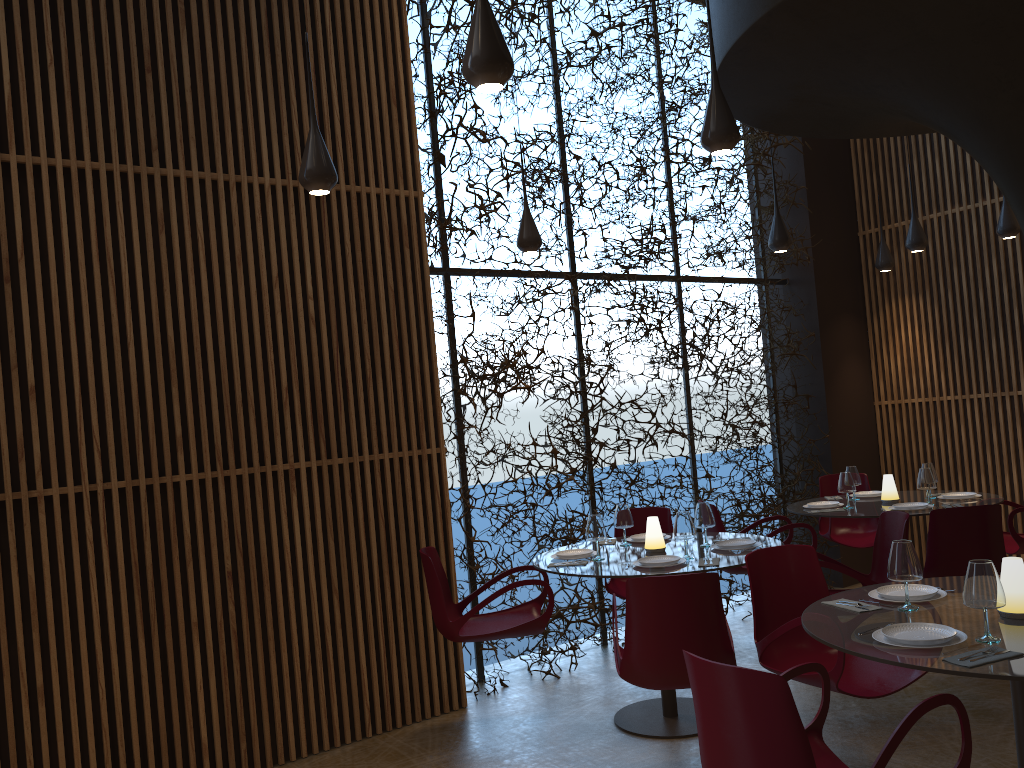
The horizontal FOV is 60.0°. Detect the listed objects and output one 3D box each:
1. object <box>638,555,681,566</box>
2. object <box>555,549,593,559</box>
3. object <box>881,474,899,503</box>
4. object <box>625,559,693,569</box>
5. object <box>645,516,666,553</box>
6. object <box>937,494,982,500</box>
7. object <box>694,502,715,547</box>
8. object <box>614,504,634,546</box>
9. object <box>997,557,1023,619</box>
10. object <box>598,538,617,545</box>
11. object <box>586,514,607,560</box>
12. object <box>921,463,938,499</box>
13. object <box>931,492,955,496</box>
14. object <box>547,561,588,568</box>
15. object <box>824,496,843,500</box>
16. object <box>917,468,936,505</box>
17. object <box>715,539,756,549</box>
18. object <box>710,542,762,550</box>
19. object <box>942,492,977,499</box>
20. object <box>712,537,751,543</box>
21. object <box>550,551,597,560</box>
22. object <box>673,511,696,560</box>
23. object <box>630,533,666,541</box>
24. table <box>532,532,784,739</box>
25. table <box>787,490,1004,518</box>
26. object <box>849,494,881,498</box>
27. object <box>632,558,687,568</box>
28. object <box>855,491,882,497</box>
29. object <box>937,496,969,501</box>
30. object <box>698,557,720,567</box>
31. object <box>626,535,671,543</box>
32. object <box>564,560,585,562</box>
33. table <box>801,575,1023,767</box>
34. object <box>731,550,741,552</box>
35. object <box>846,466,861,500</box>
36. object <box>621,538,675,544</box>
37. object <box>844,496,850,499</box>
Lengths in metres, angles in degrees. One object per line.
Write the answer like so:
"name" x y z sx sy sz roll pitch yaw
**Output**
"object" 0.911 1.095 5.480 0.263 0.029 0.263 -6 -2 15
"object" 0.427 1.162 6.054 0.263 0.029 0.263 -6 -3 25
"object" 3.172 0.878 7.456 0.144 0.232 0.142 -6 -1 29
"object" 0.907 1.107 5.481 0.411 0.012 0.204 -5 -2 10
"object" 0.961 1.015 5.995 0.142 0.232 0.144 -5 -1 19
"object" 3.692 0.933 7.318 0.332 0.014 0.331 -6 -3 28
"object" 1.311 0.954 6.030 0.142 0.295 0.142 -5 -1 4
"object" 0.805 1.014 6.385 0.142 0.295 0.142 -5 -1 -24
"object" 2.038 0.822 3.593 0.142 0.232 0.144 -5 -1 9
"object" 0.712 1.175 6.597 0.126 0.017 0.262 -5 -2 11
"object" 0.559 1.015 5.873 0.142 0.295 0.142 -4 -1 -37
"object" 3.523 0.817 7.491 0.142 0.295 0.142 -5 -1 -19
"object" 3.737 0.948 7.617 0.262 0.017 0.126 -5 -2 5
"object" 0.362 1.172 5.759 0.262 0.017 0.126 -5 -2 9
"object" 2.924 1.038 8.059 0.126 0.017 0.262 -5 -2 11
"object" 3.306 0.820 7.070 0.142 0.295 0.142 -5 -1 14
"object" 1.479 1.060 5.857 0.263 0.029 0.263 -3 -3 -43
"object" 1.480 1.070 5.857 0.331 0.014 0.332 -3 -3 -43
"object" 3.691 0.923 7.318 0.263 0.029 0.263 -4 -3 -33
"object" 1.525 1.085 6.156 0.262 0.017 0.126 -5 -2 5
"object" 0.428 1.171 6.054 0.332 0.014 0.331 -7 -3 35
"object" 1.094 0.957 5.609 0.142 0.295 0.142 -5 -1 -20
"object" 1.002 1.130 6.523 0.263 0.029 0.263 -5 -2 1
"table" 1.021 1.693 5.986 1.672 1.130 1.673 -5 -2 6
"table" 3.233 1.556 7.447 1.672 1.130 1.673 -5 -2 6
"object" 3.215 1.002 7.984 0.331 0.014 0.332 -3 -3 -44
"object" 0.912 1.105 5.480 0.331 0.014 0.332 -4 -3 -27
"object" 3.214 0.992 7.984 0.263 0.029 0.263 -5 -2 8
"object" 3.692 0.934 7.313 0.204 0.012 0.411 -5 -2 1
"object" 1.198 1.083 5.386 0.126 0.017 0.262 -6 -2 14
"object" 1.003 1.139 6.523 0.331 0.014 0.332 -3 -3 -44
"object" 0.428 1.173 6.058 0.204 0.012 0.411 -5 -2 5
"table" 2.099 1.500 3.584 1.671 1.130 1.674 -5 -2 -17
"object" 1.480 1.071 5.852 0.204 0.012 0.411 -5 -2 1
"object" 3.017 0.877 7.847 0.142 0.295 0.142 -4 -1 -35
"object" 1.008 1.140 6.523 0.411 0.012 0.204 -5 -2 7
"object" 3.220 1.003 7.984 0.411 0.012 0.204 -5 -2 7
